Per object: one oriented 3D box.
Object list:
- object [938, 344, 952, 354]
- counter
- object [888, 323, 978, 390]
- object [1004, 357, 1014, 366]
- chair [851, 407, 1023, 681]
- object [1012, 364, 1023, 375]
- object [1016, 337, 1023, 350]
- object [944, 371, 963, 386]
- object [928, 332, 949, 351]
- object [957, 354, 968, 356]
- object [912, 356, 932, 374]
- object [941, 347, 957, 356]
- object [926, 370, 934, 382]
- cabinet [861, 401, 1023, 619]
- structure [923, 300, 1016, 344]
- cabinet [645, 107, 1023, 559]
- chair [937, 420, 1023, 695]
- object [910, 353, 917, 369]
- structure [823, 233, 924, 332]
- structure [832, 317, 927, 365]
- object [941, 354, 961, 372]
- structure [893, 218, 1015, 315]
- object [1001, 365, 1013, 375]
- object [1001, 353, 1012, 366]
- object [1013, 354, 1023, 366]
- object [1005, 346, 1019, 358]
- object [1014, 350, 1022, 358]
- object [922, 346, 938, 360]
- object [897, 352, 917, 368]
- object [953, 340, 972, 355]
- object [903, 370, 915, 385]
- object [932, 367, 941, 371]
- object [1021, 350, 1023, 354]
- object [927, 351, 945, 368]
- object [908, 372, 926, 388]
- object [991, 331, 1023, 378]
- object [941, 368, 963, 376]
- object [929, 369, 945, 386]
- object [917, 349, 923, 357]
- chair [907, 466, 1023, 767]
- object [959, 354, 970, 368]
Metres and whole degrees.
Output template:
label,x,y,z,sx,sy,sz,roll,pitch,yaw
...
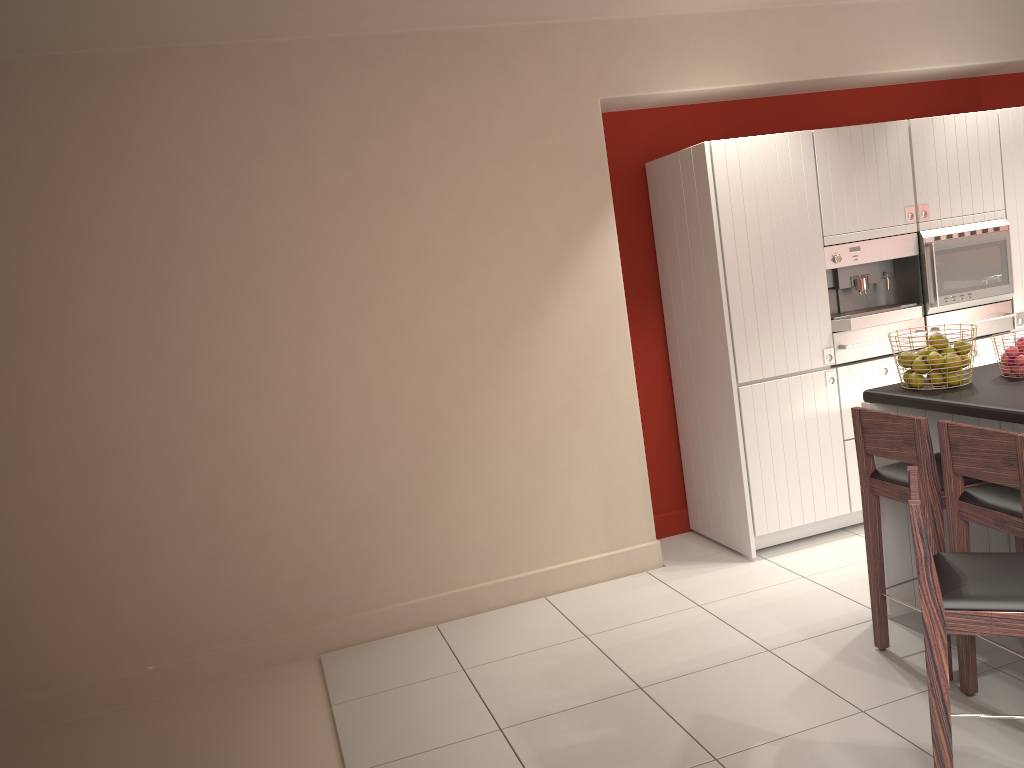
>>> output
label,x,y,z,sx,sy,sz,roll,pitch,yaw
object,1.824,-0.139,3.752,0.078,0.076,0.071,-2,10,43
counter,2.485,0.009,3.074,1.416,0.050,2.055,-10,7,-16
object,1.765,-0.113,3.715,0.341,0.232,0.341,-6,7,17
object,2.056,-0.096,3.665,0.041,0.041,0.040,-6,7,20
chair,1.710,0.565,3.496,0.474,1.007,0.383,-10,7,-16
object,2.097,-0.064,3.656,0.061,0.057,0.062,-10,7,-16
object,2.110,-0.166,3.654,0.056,0.058,0.056,-4,8,29
object,1.805,-0.026,3.628,0.068,0.068,0.068,-9,7,-5
object,1.783,-0.179,3.706,0.078,0.080,0.078,-10,7,-16
object,1.872,-0.109,3.710,0.066,0.064,0.067,-10,7,-12
object,1.720,-0.079,3.718,0.076,0.077,0.076,-3,9,38
object,1.811,-0.127,3.675,0.056,0.054,0.057,-1,10,45
object,1.784,-0.031,3.752,0.053,0.054,0.055,-10,7,-12
cabinet,2.559,0.531,3.144,1.423,1.010,2.035,-10,7,-16
structure,2.670,-0.355,5.167,0.617,0.177,0.129,-10,7,-16
cabinet,2.263,-0.396,5.400,2.558,2.248,0.717,-10,7,-16
chair,1.844,0.601,3.056,0.474,1.007,0.383,-10,7,-14
object,1.741,-0.094,3.814,0.076,0.077,0.076,-3,9,38
structure,1.982,-0.582,5.103,0.624,0.470,0.453,-10,7,-16
structure,2.074,-0.247,4.993,0.617,0.177,0.129,-10,7,-16
object,1.799,-0.086,3.634,0.082,0.082,0.082,-2,9,40
structure,2.596,-0.688,5.203,0.610,0.472,0.333,-10,7,-16
object,2.075,-0.063,3.716,0.050,0.049,0.049,-2,9,40
object,2.075,-0.105,3.703,0.060,0.059,0.059,-9,7,-4
object,2.077,-0.097,3.625,0.048,0.046,0.048,-4,8,33
object,2.054,-0.131,3.641,0.048,0.046,0.048,-4,8,29
object,2.086,-0.127,3.668,0.041,0.039,0.041,-8,7,0
object,1.738,-0.127,3.688,0.062,0.061,0.057,-8,7,-1
object,1.683,-0.103,3.777,0.076,0.068,0.077,-11,8,-23
object,1.863,-0.151,3.668,0.067,0.064,0.067,-10,7,-15
object,1.702,-0.030,3.777,0.068,0.068,0.068,-9,7,-5
object,1.815,-0.081,3.779,0.064,0.060,0.064,-11,8,-21
object,2.128,-0.143,3.696,0.041,0.044,0.045,-2,10,43
object,1.734,-0.101,3.630,0.067,0.068,0.067,-3,9,36
object,1.686,-0.017,3.692,0.068,0.068,0.068,-9,7,-5
object,2.130,-0.125,3.673,0.248,0.168,0.248,-12,8,-28
object,1.838,-0.048,3.705,0.084,0.079,0.086,-4,8,29
object,1.767,-0.027,3.678,0.068,0.068,0.068,-9,7,-5
object,1.752,-0.121,3.768,0.062,0.061,0.057,-8,7,-1
chair,1.379,0.751,2.409,0.474,1.007,0.383,-5,8,24
object,1.855,-0.094,3.652,0.055,0.057,0.057,-11,8,-24
